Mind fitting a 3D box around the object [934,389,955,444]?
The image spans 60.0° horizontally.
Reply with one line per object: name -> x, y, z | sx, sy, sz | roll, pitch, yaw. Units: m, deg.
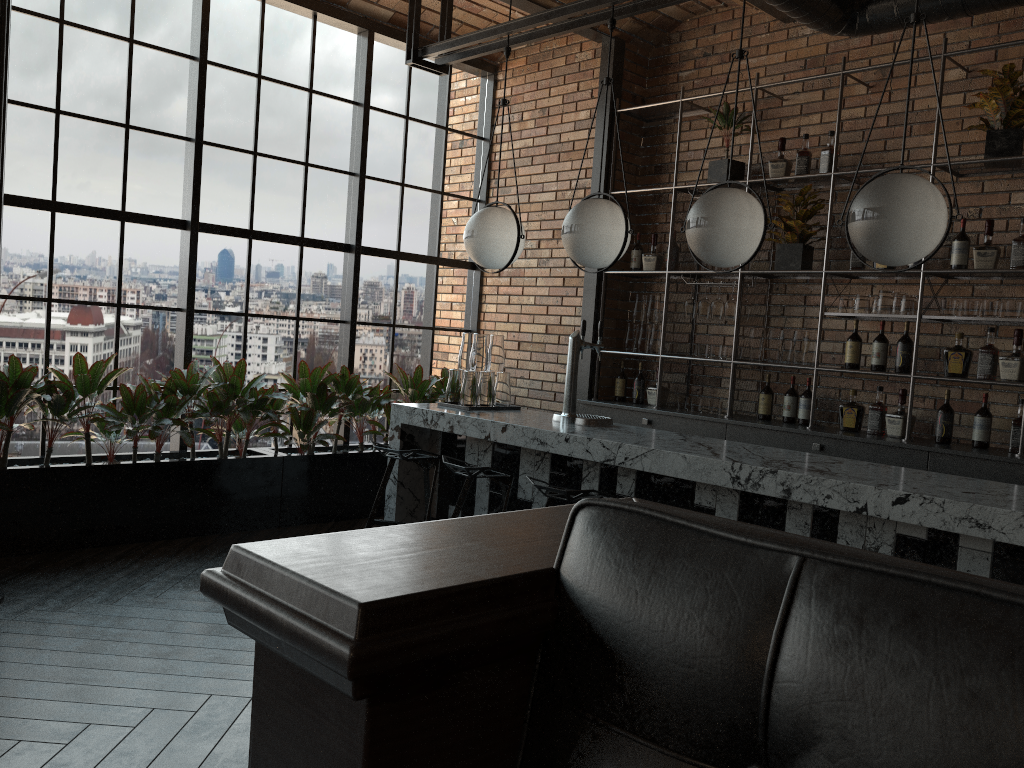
object -> 2.364, 0.178, 4.838 | 0.086, 0.297, 0.086 | 4, 3, -10

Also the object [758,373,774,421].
object -> 1.623, 0.082, 5.651 | 0.086, 0.299, 0.086 | 4, 3, 5

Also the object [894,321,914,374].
object -> 2.228, -0.207, 5.028 | 0.086, 0.297, 0.086 | 4, 3, 5

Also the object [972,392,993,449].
object -> 2.513, 0.194, 4.731 | 0.086, 0.298, 0.086 | 4, 3, 5

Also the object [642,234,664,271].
object -> 1.003, -0.924, 6.285 | 0.123, 0.279, 0.123 | 6, 4, 35

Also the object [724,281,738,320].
object -> 1.421, -0.537, 5.733 | 0.092, 0.244, 0.092 | 2, 4, -38

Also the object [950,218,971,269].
object -> 2.443, -0.754, 4.822 | 0.086, 0.298, 0.086 | 4, 3, 5

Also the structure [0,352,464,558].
structure -> -1.570, 0.365, 5.734 | 4.107, 1.072, 0.757 | 1, 4, -45

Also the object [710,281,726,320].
object -> 1.350, -0.546, 5.807 | 0.092, 0.244, 0.092 | 2, 4, -38

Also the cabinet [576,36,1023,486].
cabinet -> 1.813, -0.673, 5.405 | 0.564, 3.779, 7.075 | 1, 4, -44

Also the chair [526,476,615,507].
chair -> 0.262, 0.768, 3.746 | 0.475, 0.737, 0.414 | 7, 4, 41

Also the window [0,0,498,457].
window -> -6.099, -1.090, 1.736 | 16.179, 3.253, 0.168 | 1, 4, -44

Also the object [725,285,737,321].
object -> 1.468, -0.544, 5.922 | 0.092, 0.244, 0.092 | 2, 4, -38

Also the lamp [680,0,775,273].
lamp -> 0.966, -1.352, 3.772 | 0.340, 1.754, 0.340 | 4, 3, 2

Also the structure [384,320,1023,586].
structure -> 1.859, 0.538, 3.694 | 1.930, 1.430, 5.346 | 1, 4, -44

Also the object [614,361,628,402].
object -> 0.804, -0.021, 6.501 | 0.086, 0.299, 0.086 | 4, 3, 5

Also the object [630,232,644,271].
object -> 0.912, -0.950, 6.444 | 0.086, 0.298, 0.086 | 4, 3, 5

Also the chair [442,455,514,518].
chair -> -0.127, 0.719, 4.150 | 0.414, 0.737, 0.475 | 2, 4, -39

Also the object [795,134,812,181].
object -> 1.806, -1.402, 5.484 | 0.083, 0.282, 0.083 | 6, 4, 31

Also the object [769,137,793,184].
object -> 1.698, -1.413, 5.598 | 0.123, 0.279, 0.123 | 6, 4, 34

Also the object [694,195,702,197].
object -> 1.246, -1.135, 5.926 | 0.092, 0.244, 0.092 | 2, 4, -38

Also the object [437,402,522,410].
object -> -0.185, 0.125, 5.057 | 0.437, 0.019, 0.273 | 1, 4, -44

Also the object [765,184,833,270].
object -> 1.770, -0.949, 5.472 | 0.425, 0.526, 0.430 | 2, 4, -32

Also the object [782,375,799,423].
object -> 1.751, 0.095, 5.555 | 0.086, 0.298, 0.086 | 4, 3, 5

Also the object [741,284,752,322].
object -> 1.540, -0.535, 5.847 | 0.092, 0.244, 0.092 | 2, 4, -38

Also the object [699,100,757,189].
object -> 1.441, -1.586, 5.902 | 0.377, 0.554, 0.422 | 6, 4, 33

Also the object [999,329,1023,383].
object -> 2.617, -0.146, 4.600 | 0.123, 0.279, 0.123 | 2, 4, -30

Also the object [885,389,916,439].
object -> 2.203, 0.167, 5.021 | 0.123, 0.279, 0.123 | 2, 4, -30

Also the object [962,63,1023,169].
object -> 2.614, -1.424, 4.701 | 0.430, 0.526, 0.425 | 1, 4, -42

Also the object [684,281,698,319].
object -> 1.205, -0.565, 5.957 | 0.092, 0.244, 0.092 | 2, 4, -38

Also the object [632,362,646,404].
object -> 0.914, -0.006, 6.342 | 0.086, 0.297, 0.086 | 4, 3, -10

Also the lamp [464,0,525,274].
lamp -> -0.047, -1.480, 4.823 | 0.340, 1.754, 0.340 | 4, 3, 2

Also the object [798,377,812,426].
object -> 1.815, 0.106, 5.454 | 0.086, 0.298, 0.086 | 4, 3, 5

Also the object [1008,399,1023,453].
object -> 2.634, 0.218, 4.595 | 0.083, 0.282, 0.083 | 6, 4, 31

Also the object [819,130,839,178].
object -> 1.921, -1.387, 5.364 | 0.083, 0.282, 0.083 | 2, 3, -29

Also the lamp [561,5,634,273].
lamp -> 0.459, -1.416, 4.297 | 0.340, 1.754, 0.340 | 4, 3, 2

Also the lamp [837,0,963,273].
lamp -> 1.473, -1.288, 3.246 | 0.340, 1.754, 0.340 | 4, 3, 2

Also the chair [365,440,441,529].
chair -> -0.522, 0.669, 4.559 | 0.475, 0.737, 0.414 | 6, 4, 36

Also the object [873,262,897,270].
object -> 2.155, -0.763, 5.109 | 0.094, 0.248, 0.151 | 1, 4, -40

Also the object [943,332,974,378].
object -> 2.423, -0.156, 4.819 | 0.151, 0.248, 0.094 | 6, 4, 35

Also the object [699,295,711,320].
object -> 1.324, -0.562, 6.071 | 0.092, 0.244, 0.092 | 2, 4, -38

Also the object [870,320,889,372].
object -> 2.143, -0.220, 5.156 | 0.086, 0.298, 0.086 | 4, 3, 5

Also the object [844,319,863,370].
object -> 2.024, -0.232, 5.243 | 0.086, 0.299, 0.086 | 4, 3, 5

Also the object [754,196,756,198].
object -> 1.581, -1.106, 5.817 | 0.092, 0.244, 0.092 | 2, 4, -38

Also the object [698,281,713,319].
object -> 1.281, -0.555, 5.878 | 0.092, 0.244, 0.092 | 2, 4, -38

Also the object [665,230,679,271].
object -> 1.123, -0.921, 6.185 | 0.086, 0.299, 0.086 | 4, 3, 5

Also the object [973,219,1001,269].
object -> 2.525, -0.731, 4.707 | 0.123, 0.279, 0.123 | 6, 4, 34

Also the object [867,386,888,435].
object -> 2.118, 0.153, 5.130 | 0.083, 0.282, 0.083 | 1, 4, -44

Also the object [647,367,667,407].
object -> 1.030, 0.019, 6.238 | 0.123, 0.279, 0.123 | 2, 4, -30

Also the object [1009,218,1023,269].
object -> 2.646, -0.719, 4.601 | 0.083, 0.282, 0.083 | 1, 4, -44

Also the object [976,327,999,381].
object -> 2.531, -0.160, 4.708 | 0.083, 0.282, 0.083 | 1, 4, -44

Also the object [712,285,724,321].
object -> 1.400, -0.553, 5.993 | 0.092, 0.244, 0.092 | 2, 4, -38

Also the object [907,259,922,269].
object -> 2.285, -0.773, 4.995 | 0.086, 0.298, 0.086 | 4, 3, 5

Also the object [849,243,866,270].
object -> 2.045, -0.795, 5.224 | 0.083, 0.282, 0.083 | 6, 4, 31

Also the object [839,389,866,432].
object -> 2.009, 0.157, 5.241 | 0.151, 0.248, 0.094 | 6, 4, 35
